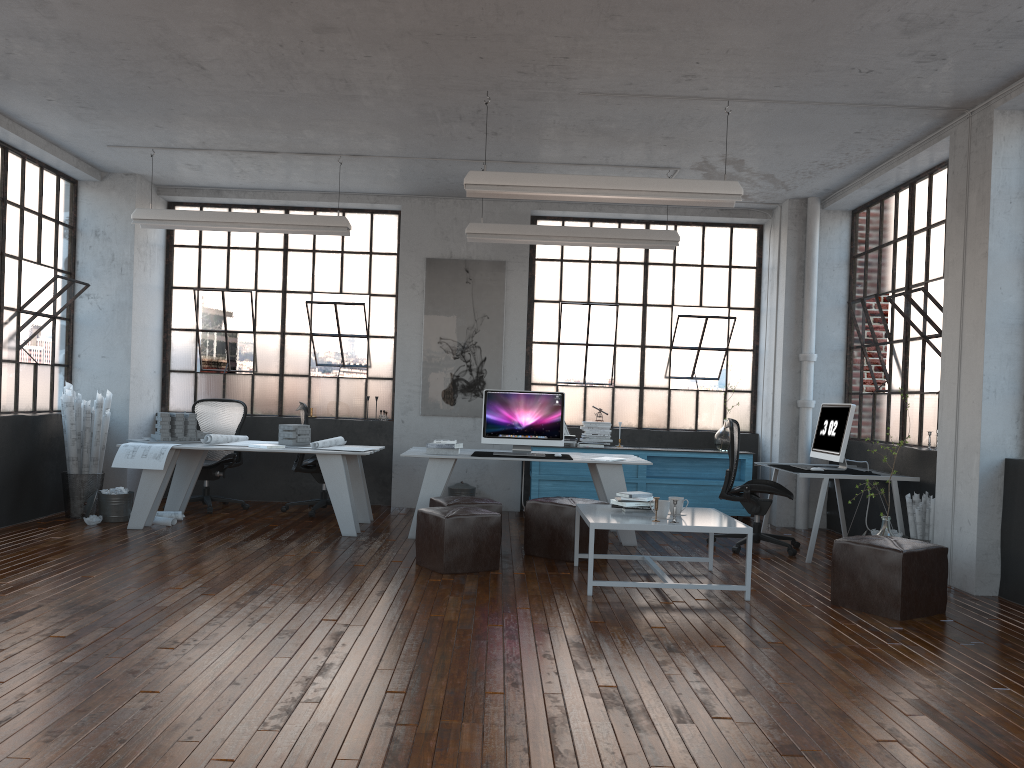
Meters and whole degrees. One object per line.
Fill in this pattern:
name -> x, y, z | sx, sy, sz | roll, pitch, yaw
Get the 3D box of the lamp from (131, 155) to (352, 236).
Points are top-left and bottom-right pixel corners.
lamp -> -2.346, -1.660, 7.751 | 1.877, 0.629, 0.202 | 2, 0, -1

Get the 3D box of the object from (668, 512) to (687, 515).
object -> 1.098, 0.869, 5.929 | 0.137, 0.003, 0.137 | 2, -1, 20

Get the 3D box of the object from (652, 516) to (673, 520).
object -> 0.968, 0.860, 5.697 | 0.137, 0.003, 0.137 | 2, -1, 20

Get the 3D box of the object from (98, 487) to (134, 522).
object -> -3.444, 1.039, 7.706 | 0.290, 0.294, 0.291 | 2, 0, 40

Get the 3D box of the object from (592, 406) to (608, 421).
object -> 0.926, 0.310, 9.292 | 0.092, 0.161, 0.177 | 2, 0, -33

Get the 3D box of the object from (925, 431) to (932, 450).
object -> 3.249, 0.437, 6.896 | 0.055, 0.153, 0.055 | 2, 1, -41

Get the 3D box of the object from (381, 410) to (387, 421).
object -> -1.369, 0.337, 9.482 | 0.058, 0.117, 0.032 | 2, 0, 13

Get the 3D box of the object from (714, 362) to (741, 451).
object -> 2.272, 0.229, 9.159 | 0.232, 0.940, 0.433 | 2, 0, -19

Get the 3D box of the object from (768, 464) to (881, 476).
object -> 2.590, 0.720, 7.431 | 0.687, 0.008, 0.848 | 2, -1, 1

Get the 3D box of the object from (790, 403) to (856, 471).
object -> 2.603, 0.437, 7.426 | 0.377, 0.553, 0.714 | 2, 0, 1

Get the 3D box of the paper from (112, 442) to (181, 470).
paper -> -2.990, 0.588, 7.263 | 0.439, 0.183, 0.434 | 2, -1, -2

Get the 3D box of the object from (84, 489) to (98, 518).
object -> -3.620, 1.042, 7.614 | 0.107, 0.281, 0.293 | 2, 0, -27

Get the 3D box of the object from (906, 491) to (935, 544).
object -> 3.060, 1.084, 6.513 | 0.293, 0.627, 0.274 | 2, 0, 41

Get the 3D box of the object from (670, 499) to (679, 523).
object -> 1.011, 0.785, 5.500 | 0.055, 0.153, 0.055 | 2, 0, -24

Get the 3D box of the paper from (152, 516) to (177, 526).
paper -> -3.025, 1.176, 7.614 | 0.341, 0.068, 0.083 | 2, -1, 24

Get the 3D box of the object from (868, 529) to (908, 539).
object -> 2.845, 1.243, 6.711 | 0.290, 0.294, 0.290 | 2, 0, -43

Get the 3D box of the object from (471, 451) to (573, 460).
object -> 0.086, 0.616, 7.638 | 0.848, 0.008, 0.687 | 2, -1, 1

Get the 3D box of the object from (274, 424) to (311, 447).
object -> -1.934, 0.455, 7.887 | 0.416, 0.183, 0.389 | 2, -1, 29

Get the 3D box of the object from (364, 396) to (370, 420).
object -> -1.549, 0.261, 9.525 | 0.085, 0.260, 0.085 | 2, 1, -37

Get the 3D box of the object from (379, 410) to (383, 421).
object -> -1.410, 0.337, 9.538 | 0.032, 0.117, 0.058 | 2, 0, -40

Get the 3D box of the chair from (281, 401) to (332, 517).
chair -> -1.861, 0.723, 8.775 | 0.792, 1.086, 0.770 | 2, 0, -32

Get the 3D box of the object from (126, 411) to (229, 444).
object -> -2.933, 0.362, 7.807 | 0.433, 0.306, 0.736 | 2, -1, 44

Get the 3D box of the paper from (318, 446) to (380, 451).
paper -> -1.397, 0.554, 7.595 | 0.428, 0.001, 0.485 | 2, -1, 10

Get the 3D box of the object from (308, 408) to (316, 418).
object -> -2.151, 0.308, 9.505 | 0.124, 0.100, 0.124 | 2, 0, 22

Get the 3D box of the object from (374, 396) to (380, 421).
object -> -1.455, 0.264, 9.511 | 0.085, 0.260, 0.085 | 2, 1, -37

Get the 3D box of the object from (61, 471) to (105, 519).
object -> -3.806, 0.981, 7.858 | 0.354, 0.398, 0.354 | 2, 0, 6

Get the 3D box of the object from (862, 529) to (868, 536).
object -> 2.664, 1.249, 6.792 | 0.107, 0.281, 0.293 | 2, 0, 24

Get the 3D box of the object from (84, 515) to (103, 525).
object -> -3.512, 1.142, 7.432 | 0.135, 0.084, 0.108 | 2, 0, -10

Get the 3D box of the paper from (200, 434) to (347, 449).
paper -> -2.100, 0.504, 7.951 | 1.075, 0.105, 0.975 | 2, -1, -1

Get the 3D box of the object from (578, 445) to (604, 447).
object -> 0.810, 0.636, 9.100 | 0.253, 0.014, 0.187 | 2, -1, -1

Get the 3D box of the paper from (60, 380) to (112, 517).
paper -> -3.805, 0.572, 7.902 | 0.412, 1.198, 0.440 | 2, 0, -23

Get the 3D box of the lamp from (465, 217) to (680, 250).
lamp -> 0.533, -1.334, 7.799 | 1.877, 0.205, 0.202 | 2, 0, -1

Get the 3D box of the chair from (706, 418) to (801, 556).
chair -> 2.071, 0.839, 7.480 | 0.792, 1.086, 0.770 | 2, 0, 3

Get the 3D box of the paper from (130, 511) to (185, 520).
paper -> -3.121, 1.167, 7.802 | 0.466, 0.094, 0.113 | 2, 0, -16

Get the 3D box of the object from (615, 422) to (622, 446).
object -> 1.141, 0.532, 9.390 | 0.084, 0.256, 0.084 | 2, 0, -23

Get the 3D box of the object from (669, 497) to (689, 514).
object -> 1.111, 0.815, 5.929 | 0.129, 0.109, 0.101 | 2, 0, 8

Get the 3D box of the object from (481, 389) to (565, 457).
object -> 0.098, 0.333, 7.638 | 0.714, 0.553, 0.377 | 2, 0, 1

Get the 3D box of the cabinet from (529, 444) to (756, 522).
cabinet -> 1.300, 1.028, 9.205 | 2.262, 0.733, 0.626 | 2, 0, -1

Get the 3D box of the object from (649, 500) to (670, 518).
object -> 0.948, 0.805, 5.699 | 0.129, 0.109, 0.101 | 2, 0, 8

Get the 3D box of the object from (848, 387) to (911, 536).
object -> 2.433, 0.681, 5.827 | 0.330, 1.340, 0.619 | 2, 0, 36

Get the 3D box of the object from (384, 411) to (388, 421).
object -> -1.356, 0.347, 9.556 | 0.058, 0.102, 0.032 | 2, 0, 34

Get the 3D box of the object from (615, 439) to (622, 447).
object -> 1.121, 0.614, 9.224 | 0.088, 0.085, 0.088 | 2, 0, 4

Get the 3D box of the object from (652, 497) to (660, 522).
object -> 0.901, 0.783, 5.530 | 0.052, 0.148, 0.052 | 2, 1, 40

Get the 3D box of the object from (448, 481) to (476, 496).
object -> -0.521, 1.161, 9.170 | 0.292, 0.308, 0.293 | 2, 0, 27

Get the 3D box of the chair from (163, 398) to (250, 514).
chair -> -2.951, 0.683, 8.692 | 0.770, 1.086, 0.792 | 2, 0, -7

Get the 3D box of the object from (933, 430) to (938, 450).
object -> 3.288, 0.434, 6.849 | 0.066, 0.160, 0.066 | 2, 0, 31
